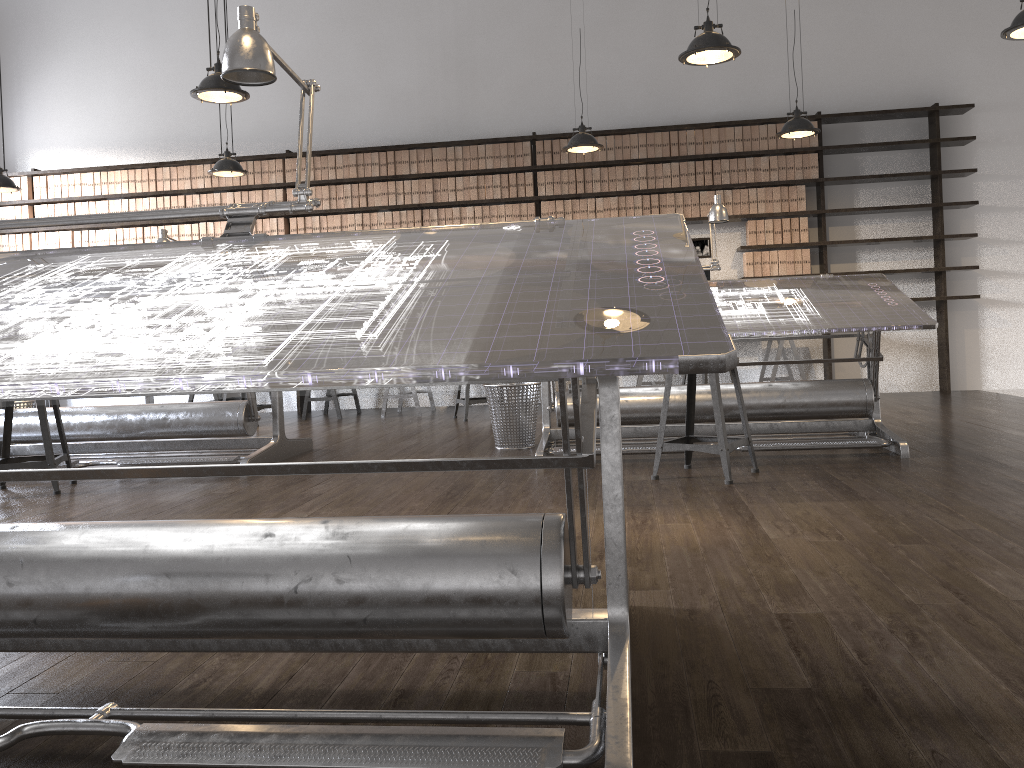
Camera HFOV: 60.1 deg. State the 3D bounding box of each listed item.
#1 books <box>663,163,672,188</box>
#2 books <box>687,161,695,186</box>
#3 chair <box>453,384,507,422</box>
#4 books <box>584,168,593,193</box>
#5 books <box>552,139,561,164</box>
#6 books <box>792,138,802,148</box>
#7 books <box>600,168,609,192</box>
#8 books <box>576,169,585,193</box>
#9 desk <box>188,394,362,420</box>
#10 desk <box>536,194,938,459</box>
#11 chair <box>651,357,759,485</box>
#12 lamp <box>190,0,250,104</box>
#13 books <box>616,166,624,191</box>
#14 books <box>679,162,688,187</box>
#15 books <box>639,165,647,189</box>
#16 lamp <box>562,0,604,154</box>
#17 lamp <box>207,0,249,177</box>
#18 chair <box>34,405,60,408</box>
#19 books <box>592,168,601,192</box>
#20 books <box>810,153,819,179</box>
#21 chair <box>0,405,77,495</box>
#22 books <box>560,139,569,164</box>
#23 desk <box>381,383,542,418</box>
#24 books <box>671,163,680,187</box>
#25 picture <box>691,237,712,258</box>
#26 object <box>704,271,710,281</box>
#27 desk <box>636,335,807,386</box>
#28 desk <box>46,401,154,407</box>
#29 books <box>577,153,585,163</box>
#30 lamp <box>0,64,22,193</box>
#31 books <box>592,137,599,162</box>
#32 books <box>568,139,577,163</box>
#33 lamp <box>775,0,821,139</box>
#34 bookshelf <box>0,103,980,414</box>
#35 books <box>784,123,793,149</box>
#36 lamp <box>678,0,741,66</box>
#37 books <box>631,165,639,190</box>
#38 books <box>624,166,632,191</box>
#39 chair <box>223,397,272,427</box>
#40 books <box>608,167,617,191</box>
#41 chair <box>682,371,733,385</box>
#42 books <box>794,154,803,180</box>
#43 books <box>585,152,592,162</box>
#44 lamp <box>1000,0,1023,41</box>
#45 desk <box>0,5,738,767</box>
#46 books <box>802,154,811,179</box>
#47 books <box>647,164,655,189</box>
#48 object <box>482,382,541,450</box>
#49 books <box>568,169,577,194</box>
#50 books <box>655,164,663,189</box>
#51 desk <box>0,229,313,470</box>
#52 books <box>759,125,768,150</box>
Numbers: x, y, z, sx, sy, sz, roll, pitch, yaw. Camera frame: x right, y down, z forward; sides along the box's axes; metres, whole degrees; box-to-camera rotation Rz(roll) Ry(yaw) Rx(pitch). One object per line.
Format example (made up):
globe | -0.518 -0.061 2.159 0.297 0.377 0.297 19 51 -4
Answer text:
books | 1.380 -1.840 7.895 0.066 0.225 0.174 -2 1 7
books | 1.586 -1.848 7.870 0.066 0.225 0.175 -2 1 7
chair | -0.267 0.021 7.118 0.372 0.528 0.358 -3 1 -19
books | 0.694 -1.815 7.985 0.066 0.225 0.175 -2 1 7
books | 0.409 -2.082 8.018 0.066 0.225 0.175 -2 1 7
books | 2.481 -2.158 7.755 0.066 0.225 0.175 -2 1 7
books | 0.835 -1.820 7.966 0.066 0.225 0.174 -2 1 7
books | 0.619 -1.812 7.989 0.067 0.226 0.175 -2 1 7
desk | -2.155 -0.018 7.973 1.668 0.669 0.656 -2 2 7
desk | 1.023 -0.341 4.772 2.068 1.386 1.078 -2 1 7
chair | 0.847 0.151 3.907 0.371 0.528 0.359 -2 1 36
lamp | -1.631 -2.682 4.800 0.310 2.252 0.313 -2 0 28
books | 0.971 -1.825 7.943 0.067 0.226 0.175 -2 1 7
books | 1.523 -1.845 7.873 0.067 0.226 0.175 -2 1 7
books | 1.172 -1.832 7.919 0.067 0.226 0.175 -2 1 7
lamp | 0.482 -2.875 6.607 0.310 2.252 0.313 -2 0 32
lamp | -2.279 -2.774 6.956 0.311 2.252 0.312 -3 0 -13
chair | -3.872 0.176 7.148 0.371 0.528 0.359 -2 1 16
books | 0.764 -1.818 7.971 0.066 0.225 0.174 -2 1 7
books | 2.624 -1.886 7.737 0.066 0.225 0.175 -2 1 7
chair | -2.358 0.269 4.304 0.358 0.528 0.372 -3 1 -14
books | 0.479 -2.084 8.005 0.066 0.225 0.174 -2 1 7
desk | -0.406 -0.082 7.752 1.668 0.669 0.656 -2 2 7
books | 1.451 -1.843 7.882 0.066 0.225 0.175 -2 1 7
picture | 1.680 -1.230 8.030 0.251 0.183 0.023 -2 0 7
object | 1.387 -0.745 7.649 0.643 0.518 0.204 -2 1 7
desk | 1.716 -0.160 7.484 1.668 0.669 0.656 -2 2 7
desk | -3.789 -0.175 8.146 1.268 1.097 1.072 -2 2 7
books | 0.620 -2.090 7.991 0.066 0.225 0.175 -2 1 7
lamp | -4.210 -2.703 7.195 0.311 2.252 0.312 -3 0 -13
books | 0.753 -2.095 7.973 0.066 0.225 0.175 -2 1 7
books | 0.550 -2.087 8.000 0.066 0.225 0.174 -2 1 7
lamp | 2.022 -2.931 6.412 0.310 2.252 0.313 -2 0 32
bookshelf | -0.553 -0.655 8.235 9.173 3.207 0.374 -2 0 7
books | 2.407 -2.155 7.763 0.066 0.225 0.175 -2 1 7
lamp | 0.950 -2.776 4.474 0.310 2.252 0.313 -2 0 32
books | 1.100 -1.830 7.930 0.066 0.225 0.175 -2 1 7
books | 1.038 -1.828 7.939 0.066 0.225 0.175 -2 1 7
chair | -2.215 0.088 7.434 0.371 0.528 0.359 -2 1 16
books | 0.905 -1.823 7.957 0.066 0.225 0.175 -2 1 7
chair | 1.532 -0.047 6.917 0.359 0.528 0.371 -3 1 -24
books | 2.495 -1.881 7.751 0.067 0.226 0.175 -2 1 7
books | 0.686 -2.092 7.977 0.067 0.226 0.175 -2 1 7
lamp | 2.491 -2.833 4.279 0.311 2.252 0.312 -3 0 -13
desk | -0.675 -0.100 1.775 2.068 1.386 1.078 -2 1 7
books | 2.561 -1.884 7.747 0.066 0.225 0.175 -2 1 7
books | 1.242 -1.835 7.914 0.066 0.225 0.175 -2 1 7
object | 0.009 0.183 5.193 0.353 0.378 0.353 -2 2 29
books | 0.546 -1.810 8.003 0.066 0.225 0.175 -2 1 7
books | 1.311 -1.838 7.907 0.066 0.225 0.174 -2 1 7
desk | -2.300 -0.220 5.192 2.279 1.386 1.078 -2 1 7
books | 2.200 -2.147 7.788 0.066 0.225 0.174 -2 1 7
